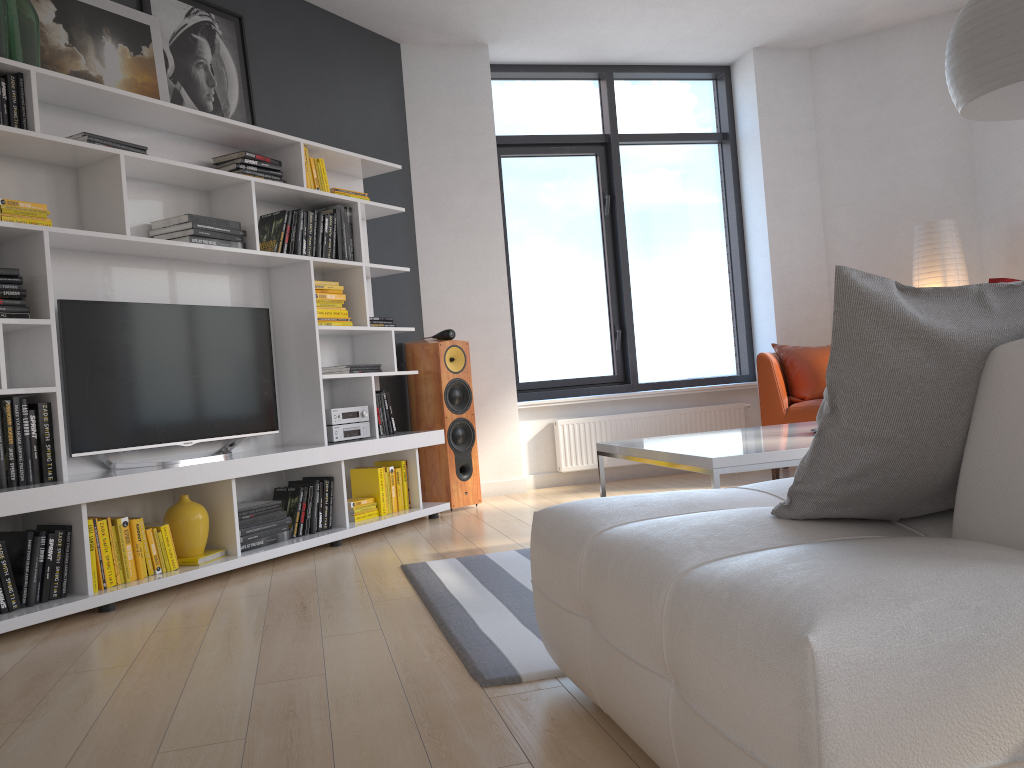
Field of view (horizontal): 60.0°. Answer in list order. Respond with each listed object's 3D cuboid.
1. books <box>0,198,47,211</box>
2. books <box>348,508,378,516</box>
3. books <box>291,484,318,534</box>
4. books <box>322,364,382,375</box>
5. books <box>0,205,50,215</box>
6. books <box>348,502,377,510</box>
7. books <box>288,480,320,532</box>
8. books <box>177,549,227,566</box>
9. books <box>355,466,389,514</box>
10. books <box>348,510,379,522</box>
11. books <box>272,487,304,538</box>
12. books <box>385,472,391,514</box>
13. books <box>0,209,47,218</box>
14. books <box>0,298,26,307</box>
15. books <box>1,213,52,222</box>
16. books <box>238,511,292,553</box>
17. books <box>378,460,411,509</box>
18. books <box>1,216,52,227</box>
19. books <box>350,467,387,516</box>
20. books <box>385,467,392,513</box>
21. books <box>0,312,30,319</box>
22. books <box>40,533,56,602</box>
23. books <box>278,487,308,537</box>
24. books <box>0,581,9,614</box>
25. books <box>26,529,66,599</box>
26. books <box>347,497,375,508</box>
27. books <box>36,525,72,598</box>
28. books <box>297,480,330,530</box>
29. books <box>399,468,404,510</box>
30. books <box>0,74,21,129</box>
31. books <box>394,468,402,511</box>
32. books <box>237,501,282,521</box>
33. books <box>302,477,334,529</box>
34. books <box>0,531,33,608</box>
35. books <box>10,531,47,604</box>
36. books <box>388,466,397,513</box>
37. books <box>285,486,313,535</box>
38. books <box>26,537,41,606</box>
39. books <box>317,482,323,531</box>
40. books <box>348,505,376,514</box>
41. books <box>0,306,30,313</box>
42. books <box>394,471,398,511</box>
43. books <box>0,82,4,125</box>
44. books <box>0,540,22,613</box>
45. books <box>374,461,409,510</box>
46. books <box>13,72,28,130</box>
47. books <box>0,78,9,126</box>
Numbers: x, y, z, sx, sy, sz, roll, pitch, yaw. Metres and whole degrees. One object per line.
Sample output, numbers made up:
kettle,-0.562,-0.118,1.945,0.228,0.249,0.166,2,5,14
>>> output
books,-1.889,-0.666,3.355,0.138,0.026,0.186,-5,0,31
books,-0.830,0.678,4.707,0.148,0.011,0.196,-5,0,32
books,-1.025,0.613,4.361,0.172,0.242,0.069,-5,0,32
books,-0.906,-0.074,4.884,0.250,0.047,0.310,-5,0,27
books,-1.874,-0.647,3.352,0.134,0.014,0.187,-5,0,31
books,-0.828,0.648,4.705,0.134,0.014,0.187,-5,0,31
books,-1.036,0.607,4.394,0.192,0.254,0.075,-5,0,31
books,-1.398,0.746,3.804,0.270,0.029,0.204,-5,0,16
books,-0.765,0.582,4.838,0.199,0.263,0.015,-5,0,31
books,-0.825,0.700,4.704,0.147,0.033,0.190,-5,0,31
books,-1.095,0.621,4.287,0.182,0.234,0.104,-5,0,32
books,-0.736,0.596,4.843,0.156,0.229,0.024,-5,0,31
books,-1.863,-0.632,3.339,0.113,0.018,0.169,-5,0,33
books,-1.950,-0.288,3.210,0.209,0.030,0.266,-5,0,30
books,-1.876,-0.618,3.353,0.148,0.011,0.196,-5,0,32
books,-1.235,0.679,4.108,0.277,0.137,0.343,-5,0,26
books,-0.671,0.569,5.017,0.213,0.270,0.025,-5,0,31
books,-1.871,-0.595,3.350,0.147,0.033,0.190,-5,0,31
books,-0.779,0.585,4.811,0.198,0.255,0.044,-5,0,31
books,-0.742,0.584,4.870,0.180,0.251,0.019,-5,0,31
books,-1.926,-0.236,3.205,0.189,0.026,0.263,-5,0,30
books,-1.740,0.665,3.230,0.179,0.243,0.071,-5,0,30
books,-1.082,0.621,4.318,0.187,0.234,0.096,-5,0,32
books,-1.831,0.674,3.066,0.177,0.242,0.066,-5,0,31
books,-1.730,0.662,3.269,0.191,0.249,0.084,-5,0,31
books,-0.843,0.629,4.709,0.138,0.026,0.186,-5,0,31
books,-1.713,0.656,3.298,0.197,0.260,0.066,-5,0,31
books,-1.001,0.606,4.448,0.191,0.249,0.084,-5,0,31
books,-0.686,0.588,4.962,0.172,0.234,0.024,-5,0,31
books,-1.919,-1.034,3.337,0.169,0.218,0.038,-5,0,31
books,-0.696,0.589,4.937,0.172,0.234,0.024,-5,0,31
books,-1.265,0.589,4.115,0.250,0.047,0.310,-5,0,27
books,-0.985,0.600,4.478,0.197,0.260,0.066,-5,0,31
books,-1.791,0.662,3.177,0.197,0.260,0.066,-5,0,31
books,-1.765,0.663,3.215,0.192,0.254,0.075,-5,0,31
books,-0.726,0.583,4.892,0.185,0.250,0.035,-5,0,31
books,-1.054,0.618,4.338,0.169,0.233,0.081,-5,0,30
books,-1.755,0.669,3.181,0.172,0.242,0.069,-5,0,32
books,-1.016,0.612,4.414,0.179,0.243,0.068,-5,0,30
books,-0.817,0.663,4.692,0.113,0.018,0.169,-5,0,33
books,-1.929,-0.262,3.207,0.189,0.025,0.270,-5,0,30
books,-0.712,0.588,4.919,0.169,0.239,0.023,-5,0,31
books,-1.951,-1.038,3.293,0.176,0.232,0.025,-5,0,31
books,-1.816,0.669,3.097,0.191,0.249,0.083,-5,0,31
books,-0.677,0.570,4.989,0.204,0.270,0.029,-5,0,31
books,-1.899,-1.042,3.357,0.174,0.230,0.019,-5,0,31
books,-1.933,-1.025,3.311,0.147,0.200,0.021,-5,0,31
